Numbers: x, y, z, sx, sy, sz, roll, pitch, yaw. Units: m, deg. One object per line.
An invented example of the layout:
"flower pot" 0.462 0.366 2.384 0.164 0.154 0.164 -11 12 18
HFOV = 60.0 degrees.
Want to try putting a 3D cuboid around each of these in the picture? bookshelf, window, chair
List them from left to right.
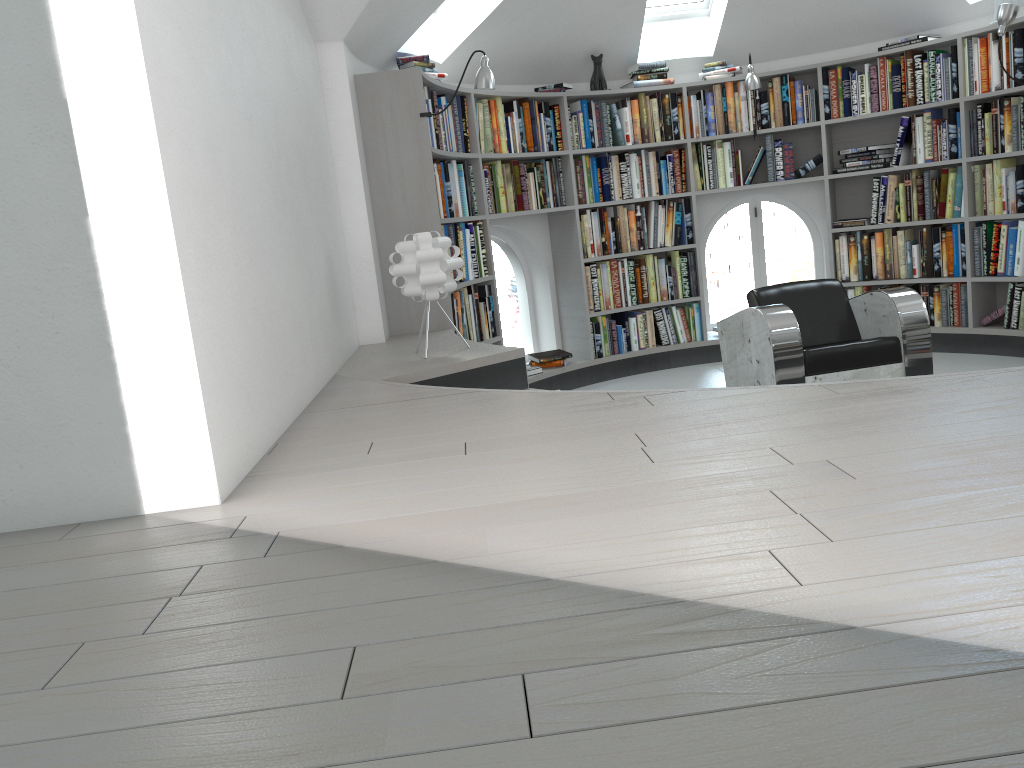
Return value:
"window" 0.877 -0.792 6.695 3.235 1.146 0.619 -10 9 -16
"window" 1.178 -2.853 5.546 4.055 0.710 1.941 -7 10 -2
"bookshelf" 1.385 -1.121 5.808 4.333 1.872 2.118 -7 10 -2
"chair" 1.614 -0.165 4.667 0.823 0.716 0.744 -8 10 -7

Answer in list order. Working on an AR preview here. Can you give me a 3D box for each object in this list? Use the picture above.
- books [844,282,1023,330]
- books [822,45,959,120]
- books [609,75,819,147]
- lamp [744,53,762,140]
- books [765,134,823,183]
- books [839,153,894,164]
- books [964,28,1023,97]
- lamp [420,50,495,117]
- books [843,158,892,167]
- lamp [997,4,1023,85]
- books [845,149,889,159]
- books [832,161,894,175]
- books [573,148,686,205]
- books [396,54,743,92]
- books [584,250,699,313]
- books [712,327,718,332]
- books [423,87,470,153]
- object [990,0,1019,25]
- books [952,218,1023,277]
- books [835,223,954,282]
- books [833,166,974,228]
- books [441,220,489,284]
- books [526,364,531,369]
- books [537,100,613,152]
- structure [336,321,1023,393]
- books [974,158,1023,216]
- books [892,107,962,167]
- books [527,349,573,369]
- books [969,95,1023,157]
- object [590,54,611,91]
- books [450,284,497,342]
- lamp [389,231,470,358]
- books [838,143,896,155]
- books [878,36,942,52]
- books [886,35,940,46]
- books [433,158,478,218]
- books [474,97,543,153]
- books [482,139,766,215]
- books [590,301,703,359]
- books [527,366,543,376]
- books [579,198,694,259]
"books" 2.933 -0.549 6.069 0.361 0.310 1.498 -15 13 -39
"books" 2.594 -2.052 6.058 0.969 0.366 0.307 2 13 41
"books" 1.444 -1.990 6.481 1.565 0.365 0.395 -6 10 3
"lamp" 1.670 -2.006 6.220 0.113 0.564 0.359 -6 9 5
"books" 2.061 -1.660 6.453 0.399 0.339 0.225 -4 10 18
"books" 2.525 -1.602 6.296 0.270 0.031 0.286 -16 14 -41
"books" 3.160 -1.969 5.250 0.293 0.360 1.017 -10 11 -19
"lamp" -0.296 -1.570 4.639 0.414 0.310 0.117 -8 9 -5
"books" 2.529 -1.572 6.300 0.285 0.031 0.270 0 12 32
"lamp" 2.960 -1.946 5.159 0.275 0.523 0.113 -9 9 -11
"books" 2.521 -1.633 6.291 0.214 0.036 0.227 -16 14 -41
"books" 2.533 -1.540 6.305 0.388 0.042 0.367 1 13 37
"books" 0.815 -1.529 6.535 1.029 0.357 0.301 -10 10 -16
"books" 0.372 -2.078 5.987 2.822 0.173 0.749 -13 12 -31
"books" 0.930 -0.777 6.615 1.033 0.356 0.293 -10 10 -17
"books" 1.714 -0.427 6.791 0.269 0.029 0.254 -9 10 -12
"books" -0.507 -1.503 5.096 0.300 0.360 1.038 -5 10 14
"object" 3.003 -2.435 5.400 0.179 0.470 0.180 -6 9 7
"books" 3.269 -0.850 5.467 0.304 0.357 1.187 -10 11 -21
"books" 2.713 -0.926 6.239 0.872 0.349 0.273 1 12 39
"books" 2.727 -1.295 6.119 0.974 0.350 0.253 2 12 40
"books" -0.391 -0.756 5.196 0.260 0.357 1.025 -4 10 15
"books" -0.052 -0.109 6.145 0.270 0.031 0.286 -12 11 -25
"books" 0.394 -1.825 6.318 0.684 0.344 0.265 -11 10 -25
"structure" 1.552 -0.132 4.561 4.711 0.690 4.729 3 14 42
"books" 3.261 -1.216 5.350 0.276 0.346 1.024 -10 10 -17
"books" 2.850 -1.669 5.956 0.553 0.349 0.257 3 13 44
"books" 0.271 -0.173 6.330 0.318 0.099 0.293 -7 10 -1
"books" 3.208 -1.592 5.296 0.280 0.356 1.056 -10 10 -16
"object" 0.626 -2.217 6.344 0.147 0.264 0.202 -8 9 -5
"books" -0.374 -0.163 5.023 0.390 0.692 1.649 -6 10 8
"lamp" -0.356 -0.391 3.829 0.306 0.522 0.306 -9 9 -13
"books" 2.518 -1.664 6.286 0.270 0.031 0.286 -11 11 -22
"books" 2.707 -2.282 5.978 0.318 0.036 0.336 -15 13 -39
"books" 2.704 -2.310 5.974 0.234 0.027 0.248 -13 12 -29
"books" -0.471 -1.126 5.174 0.303 0.346 1.094 -5 10 13
"books" -0.122 -1.696 5.888 0.269 0.371 0.796 1 13 41
"books" 0.683 -1.464 6.300 2.533 0.369 0.592 -11 11 -21
"books" 0.957 -0.418 6.660 1.020 0.305 0.288 -10 10 -17
"books" -0.048 -0.075 6.150 0.367 0.042 0.388 -14 13 -35
"books" 0.872 -1.152 6.552 0.999 0.350 0.298 -10 10 -18
